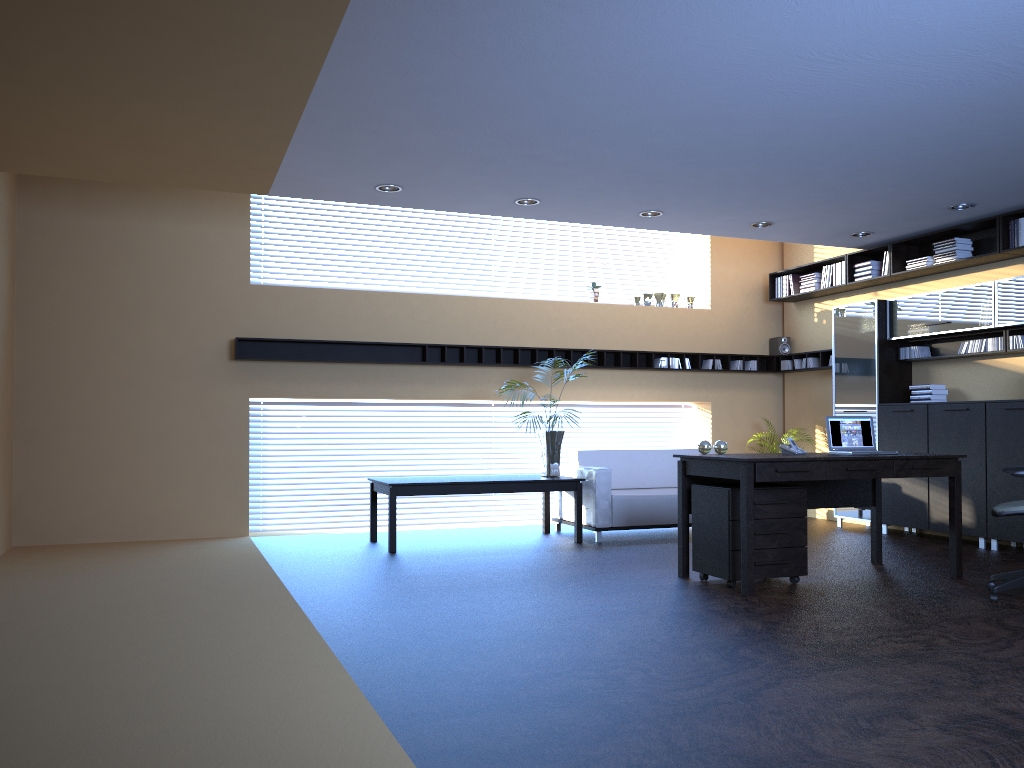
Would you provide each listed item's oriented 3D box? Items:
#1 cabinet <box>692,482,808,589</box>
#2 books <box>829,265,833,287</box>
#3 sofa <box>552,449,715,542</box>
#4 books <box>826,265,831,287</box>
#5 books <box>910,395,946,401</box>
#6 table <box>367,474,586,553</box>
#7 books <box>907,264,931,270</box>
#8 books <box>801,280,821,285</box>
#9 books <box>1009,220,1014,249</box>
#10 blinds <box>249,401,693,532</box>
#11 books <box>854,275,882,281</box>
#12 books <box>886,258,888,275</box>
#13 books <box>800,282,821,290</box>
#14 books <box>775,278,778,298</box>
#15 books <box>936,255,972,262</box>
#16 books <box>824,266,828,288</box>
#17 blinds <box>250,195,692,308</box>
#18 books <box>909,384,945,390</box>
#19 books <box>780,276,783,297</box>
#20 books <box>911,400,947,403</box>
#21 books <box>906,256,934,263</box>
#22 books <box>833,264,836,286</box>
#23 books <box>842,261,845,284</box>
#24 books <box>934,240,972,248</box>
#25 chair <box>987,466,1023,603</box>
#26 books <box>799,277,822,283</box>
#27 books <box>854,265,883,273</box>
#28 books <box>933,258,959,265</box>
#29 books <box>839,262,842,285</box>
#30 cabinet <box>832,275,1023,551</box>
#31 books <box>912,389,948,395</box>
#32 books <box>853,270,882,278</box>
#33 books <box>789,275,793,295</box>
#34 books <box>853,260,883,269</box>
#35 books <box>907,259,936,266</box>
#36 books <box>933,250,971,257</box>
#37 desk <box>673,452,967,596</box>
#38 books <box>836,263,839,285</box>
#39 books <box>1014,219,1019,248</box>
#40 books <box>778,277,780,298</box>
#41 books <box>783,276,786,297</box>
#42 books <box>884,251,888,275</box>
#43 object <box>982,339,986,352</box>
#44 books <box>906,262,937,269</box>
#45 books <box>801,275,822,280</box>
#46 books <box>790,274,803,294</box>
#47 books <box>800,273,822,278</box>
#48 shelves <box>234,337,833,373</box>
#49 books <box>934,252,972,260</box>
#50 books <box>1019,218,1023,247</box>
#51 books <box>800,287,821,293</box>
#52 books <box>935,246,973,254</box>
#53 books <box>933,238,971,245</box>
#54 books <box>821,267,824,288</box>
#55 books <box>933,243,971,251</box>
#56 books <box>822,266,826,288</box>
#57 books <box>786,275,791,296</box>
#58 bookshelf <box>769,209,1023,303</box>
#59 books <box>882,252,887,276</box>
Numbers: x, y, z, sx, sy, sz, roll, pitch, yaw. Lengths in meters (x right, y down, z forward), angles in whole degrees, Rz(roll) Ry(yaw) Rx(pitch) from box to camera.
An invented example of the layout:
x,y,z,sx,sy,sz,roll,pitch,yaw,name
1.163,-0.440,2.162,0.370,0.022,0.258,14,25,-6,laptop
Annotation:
x,y,z,sx,sy,sz,roll,pitch,yaw,name
1.678,1.055,6.245,0.634,0.679,0.500,1,-2,-21,cabinet
3.683,-1.210,10.019,0.207,0.259,0.075,1,-2,-22,books
1.562,1.111,9.196,2.057,0.848,1.015,1,-2,-21,sofa
3.657,-1.209,10.043,0.207,0.259,0.075,1,-1,-22,books
4.135,0.136,8.810,0.207,0.050,0.258,1,-3,-21,books
-0.348,1.201,8.451,1.895,0.602,0.898,1,-2,-21,table
4.115,-1.153,8.843,0.207,0.028,0.258,1,-3,-20,books
3.552,-1.181,10.364,0.207,0.028,0.258,1,-3,-21,books
4.507,-1.313,7.879,0.207,0.258,0.050,1,-1,-21,books
-0.235,0.905,10.226,5.392,1.366,0.047,1,-2,-21,blinds
3.855,-1.128,9.543,0.207,0.050,0.258,1,-3,-21,books
3.980,-1.249,9.207,0.207,0.259,0.075,1,-2,-22,books
3.537,-1.140,10.372,0.207,0.050,0.258,1,-3,-22,books
3.330,-1.168,10.902,0.207,0.258,0.050,1,-1,-21,books
4.258,-1.197,8.522,0.207,0.028,0.258,1,-3,-21,books
3.645,-1.208,10.072,0.207,0.259,0.075,1,-1,-21,books
-0.238,-1.670,10.282,5.392,1.460,0.039,1,-1,-21,blinds
4.131,0.035,8.821,0.207,0.050,0.258,1,-3,-22,books
3.361,-1.173,10.802,0.207,0.258,0.050,1,-1,-22,books
4.134,0.187,8.797,0.207,0.050,0.258,1,-3,-21,books
4.122,-1.237,8.868,0.207,0.028,0.258,1,-3,-22,books
3.698,-1.214,9.956,0.207,0.258,0.050,1,-1,-21,books
3.747,-1.221,9.807,0.207,0.258,0.050,1,-1,-21,books
4.244,-1.340,8.530,0.207,0.028,0.258,1,-3,-22,books
3.423,0.754,5.571,0.768,1.215,0.832,-1,-2,26,chair
3.530,-1.209,10.367,0.207,0.028,0.258,1,-3,-21,books
3.860,-1.230,9.545,0.207,0.050,0.258,1,-3,-21,books
4.241,-1.168,8.538,0.207,0.028,0.258,1,-3,-21,books
3.728,-1.218,9.856,0.207,0.258,0.050,1,-1,-21,books
4.410,0.273,7.949,0.490,2.397,3.879,0,-2,-21,cabinet
4.148,0.085,8.803,0.207,0.050,0.258,1,-3,-21,books
3.847,-1.179,9.552,0.207,0.050,0.258,1,-3,-21,books
3.431,-1.180,10.650,0.207,0.259,0.075,1,-2,-22,books
3.849,-1.281,9.565,0.207,0.050,0.258,1,-3,-22,books
4.124,-1.210,8.846,0.207,0.028,0.258,1,-3,-22,books
4.254,-1.252,8.566,0.207,0.028,0.258,1,-3,-22,books
2.236,0.960,6.448,1.895,0.890,0.914,1,-2,-21,desk
3.716,-1.216,9.907,0.207,0.258,0.050,1,-1,-21,books
4.526,-1.315,7.830,0.207,0.258,0.050,1,-1,-21,books
3.352,-1.170,10.854,0.207,0.258,0.050,1,-1,-22,books
3.387,-1.175,10.756,0.207,0.258,0.050,1,-1,-21,books
3.981,-1.248,9.242,0.207,0.259,0.075,1,-2,-22,books
4.434,-0.356,8.230,0.140,0.116,0.036,1,-2,-21,object
4.113,-1.181,8.854,0.207,0.028,0.258,1,-3,-21,books
3.549,-1.238,10.362,0.207,0.028,0.258,1,-3,-22,books
3.438,-1.182,10.619,0.207,0.259,0.075,1,-2,-22,books
3.540,-1.265,10.382,0.207,0.028,0.258,1,-3,-21,books
0.534,-0.317,9.489,6.623,0.213,1.250,1,-3,-21,shelves
4.249,-1.225,8.540,0.207,0.028,0.258,1,-3,-22,books
4.540,-1.318,7.780,0.207,0.258,0.050,1,-1,-21,books
3.536,-1.089,10.359,0.207,0.050,0.258,1,-3,-21,books
4.257,-1.283,8.535,0.207,0.028,0.258,1,-3,-21,books
4.240,-1.367,8.552,0.207,0.028,0.258,1,-3,-21,books
3.629,-1.205,10.134,0.207,0.259,0.075,1,-1,-21,books
4.243,-1.311,8.542,0.207,0.028,0.258,1,-3,-22,books
3.634,-1.206,10.102,0.207,0.259,0.075,1,-1,-22,books
3.406,-1.177,10.708,0.207,0.258,0.050,1,-1,-22,books
4.250,-1.299,8.572,0.361,0.340,5.128,1,-3,-21,bookshelf
3.966,-1.246,9.270,0.207,0.259,0.075,1,-1,-21,books
